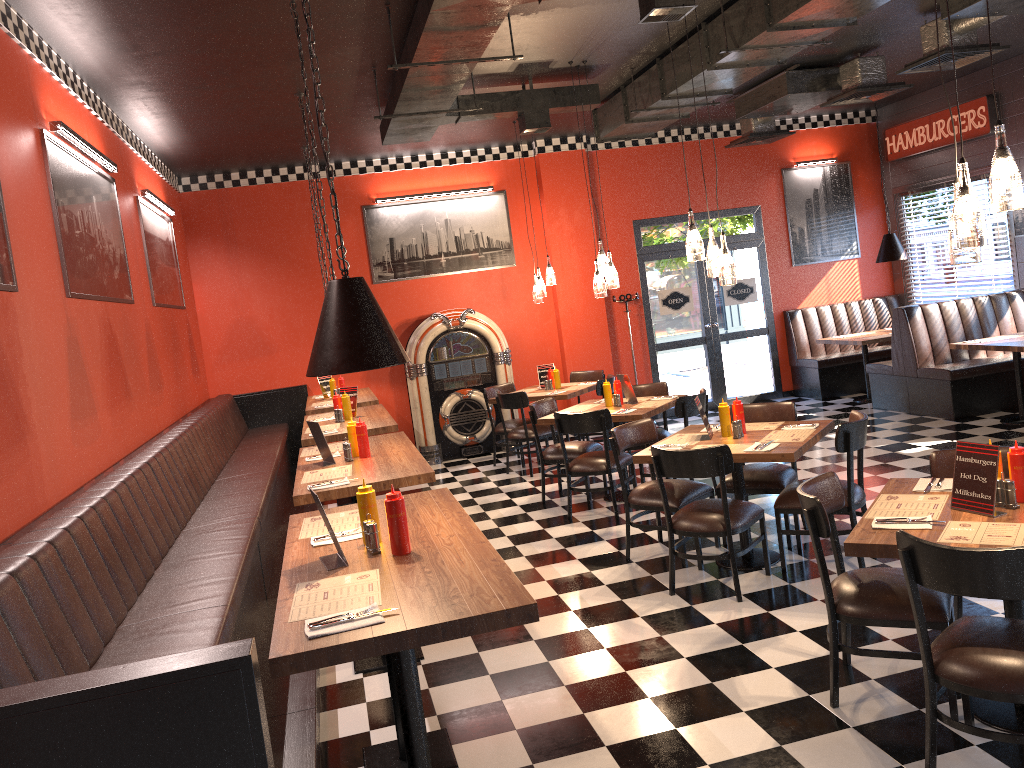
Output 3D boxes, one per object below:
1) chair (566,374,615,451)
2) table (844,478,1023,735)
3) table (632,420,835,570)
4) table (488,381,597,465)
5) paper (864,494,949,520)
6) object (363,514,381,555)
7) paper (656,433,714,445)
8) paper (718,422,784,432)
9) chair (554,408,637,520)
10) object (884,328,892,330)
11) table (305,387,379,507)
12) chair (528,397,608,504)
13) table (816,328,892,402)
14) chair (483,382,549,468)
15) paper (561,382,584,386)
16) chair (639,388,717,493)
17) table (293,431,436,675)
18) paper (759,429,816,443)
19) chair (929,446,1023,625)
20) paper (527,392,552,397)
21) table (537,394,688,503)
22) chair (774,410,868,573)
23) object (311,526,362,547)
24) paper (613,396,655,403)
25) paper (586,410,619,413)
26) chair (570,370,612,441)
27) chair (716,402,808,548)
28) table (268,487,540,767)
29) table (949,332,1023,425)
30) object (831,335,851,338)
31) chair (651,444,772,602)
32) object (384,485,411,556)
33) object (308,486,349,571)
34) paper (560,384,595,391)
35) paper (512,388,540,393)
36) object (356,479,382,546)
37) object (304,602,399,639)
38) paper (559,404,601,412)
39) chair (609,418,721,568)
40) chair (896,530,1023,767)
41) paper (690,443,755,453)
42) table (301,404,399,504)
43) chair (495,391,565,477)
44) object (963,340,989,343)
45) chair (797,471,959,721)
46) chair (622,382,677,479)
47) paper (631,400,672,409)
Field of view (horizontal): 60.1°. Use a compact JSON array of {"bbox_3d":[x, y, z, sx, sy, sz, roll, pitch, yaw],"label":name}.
[{"bbox_3d":[0.856,0.368,9.242,0.543,0.865,0.488,-6,4,20],"label":"chair"},{"bbox_3d":[1.904,0.853,3.360,0.955,0.772,0.965,-5,5,33],"label":"table"},{"bbox_3d":[1.428,0.709,5.469,0.958,0.772,0.961,-5,5,33],"label":"table"},{"bbox_3d":[0.457,0.442,9.523,0.958,0.772,0.961,-5,5,33],"label":"table"},{"bbox_3d":[1.579,0.488,3.534,0.260,0.001,0.367,-4,7,33],"label":"paper"},{"bbox_3d":[-0.489,0.517,3.076,0.047,0.136,0.094,-9,4,-21],"label":"object"},{"bbox_3d":[1.093,0.350,5.604,0.260,0.001,0.367,-4,7,34],"label":"paper"},{"bbox_3d":[1.549,0.276,5.729,0.364,0.001,0.262,-4,7,31],"label":"paper"},{"bbox_3d":[0.666,0.605,7.088,0.485,0.865,0.547,-6,4,28],"label":"chair"},{"bbox_3d":[4.804,-0.701,11.111,0.158,0.019,0.255,-9,6,-16],"label":"object"},{"bbox_3d":[-1.742,0.641,9.352,0.696,0.997,1.695,-9,5,-12],"label":"table"},{"bbox_3d":[0.470,0.564,7.775,0.543,0.865,0.488,-6,4,25],"label":"chair"},{"bbox_3d":[4.779,-0.270,10.828,1.694,0.772,0.958,-9,5,-12],"label":"table"},{"bbox_3d":[0.026,0.434,9.714,0.543,0.865,0.488,-4,5,42],"label":"chair"},{"bbox_3d":[0.593,0.007,9.780,0.364,0.001,0.262,-4,7,32],"label":"paper"},{"bbox_3d":[1.353,0.502,7.193,0.543,0.865,0.488,-5,5,37],"label":"chair"},{"bbox_3d":[-0.836,0.927,5.201,0.696,0.997,1.695,-9,5,-12],"label":"table"},{"bbox_3d":[1.639,0.309,5.272,0.260,0.001,0.367,-4,6,31],"label":"paper"},{"bbox_3d":[2.087,0.739,3.785,0.485,0.865,0.547,-6,4,27],"label":"chair"},{"bbox_3d":[0.245,0.109,9.213,0.364,0.001,0.262,-4,7,33],"label":"paper"},{"bbox_3d":[0.915,0.574,7.548,0.958,0.772,0.961,-5,5,33],"label":"table"},{"bbox_3d":[1.860,0.627,5.236,0.543,0.865,0.488,-6,4,30],"label":"chair"},{"bbox_3d":[-0.633,0.568,3.347,0.255,0.019,0.158,-9,6,-15],"label":"object"},{"bbox_3d":[1.046,0.140,7.801,0.364,0.001,0.262,-4,7,31],"label":"paper"},{"bbox_3d":[0.716,0.238,7.256,0.365,0.001,0.262,-4,7,34],"label":"paper"},{"bbox_3d":[0.801,0.304,9.967,0.485,0.865,0.547,-4,5,43],"label":"chair"},{"bbox_3d":[1.664,0.585,5.924,0.485,0.865,0.547,-5,4,33],"label":"chair"},{"bbox_3d":[-0.383,1.070,3.130,0.696,0.997,1.695,-9,5,-12],"label":"table"},{"bbox_3d":[5.290,-0.109,8.485,1.694,0.772,0.958,-9,5,-12],"label":"table"},{"bbox_3d":[4.084,-0.590,10.969,0.157,0.019,0.255,-9,6,-11],"label":"object"},{"bbox_3d":[1.132,0.740,5.086,0.485,0.865,0.547,-5,5,36],"label":"chair"},{"bbox_3d":[-0.390,0.458,3.005,0.068,0.237,0.068,-10,4,-37],"label":"object"},{"bbox_3d":[-0.625,0.479,3.009,0.072,0.256,0.188,-9,4,-20],"label":"object"},{"bbox_3d":[0.675,0.041,9.322,0.260,0.001,0.367,-4,7,32],"label":"paper"},{"bbox_3d":[0.135,0.080,9.663,0.260,0.001,0.367,-4,7,35],"label":"paper"},{"bbox_3d":[-0.517,0.457,3.188,0.068,0.237,0.068,-10,4,-37],"label":"object"},{"bbox_3d":[-0.436,0.634,2.408,0.255,0.019,0.158,-9,6,-15],"label":"object"},{"bbox_3d":[0.592,0.210,7.718,0.260,0.001,0.367,-4,7,32],"label":"paper"},{"bbox_3d":[0.977,0.688,5.819,0.543,0.865,0.488,-4,5,42],"label":"chair"},{"bbox_3d":[1.625,0.883,2.951,0.485,0.865,0.547,-4,5,45],"label":"chair"},{"bbox_3d":[1.211,0.378,5.156,0.364,0.001,0.262,-4,7,32],"label":"paper"},{"bbox_3d":[-1.286,0.785,7.262,0.696,0.997,1.695,-9,5,-12],"label":"table"},{"bbox_3d":[0.168,0.472,9.125,0.546,0.865,0.486,-11,5,-37],"label":"chair"},{"bbox_3d":[4.523,-0.417,8.610,0.157,0.019,0.255,-8,6,-6],"label":"object"},{"bbox_3d":[1.503,0.831,3.645,0.543,0.865,0.488,-6,4,28],"label":"chair"},{"bbox_3d":[1.199,0.451,7.926,0.486,0.865,0.546,-7,4,11],"label":"chair"},{"bbox_3d":[1.161,0.167,7.368,0.260,0.001,0.367,-4,7,32],"label":"paper"}]
